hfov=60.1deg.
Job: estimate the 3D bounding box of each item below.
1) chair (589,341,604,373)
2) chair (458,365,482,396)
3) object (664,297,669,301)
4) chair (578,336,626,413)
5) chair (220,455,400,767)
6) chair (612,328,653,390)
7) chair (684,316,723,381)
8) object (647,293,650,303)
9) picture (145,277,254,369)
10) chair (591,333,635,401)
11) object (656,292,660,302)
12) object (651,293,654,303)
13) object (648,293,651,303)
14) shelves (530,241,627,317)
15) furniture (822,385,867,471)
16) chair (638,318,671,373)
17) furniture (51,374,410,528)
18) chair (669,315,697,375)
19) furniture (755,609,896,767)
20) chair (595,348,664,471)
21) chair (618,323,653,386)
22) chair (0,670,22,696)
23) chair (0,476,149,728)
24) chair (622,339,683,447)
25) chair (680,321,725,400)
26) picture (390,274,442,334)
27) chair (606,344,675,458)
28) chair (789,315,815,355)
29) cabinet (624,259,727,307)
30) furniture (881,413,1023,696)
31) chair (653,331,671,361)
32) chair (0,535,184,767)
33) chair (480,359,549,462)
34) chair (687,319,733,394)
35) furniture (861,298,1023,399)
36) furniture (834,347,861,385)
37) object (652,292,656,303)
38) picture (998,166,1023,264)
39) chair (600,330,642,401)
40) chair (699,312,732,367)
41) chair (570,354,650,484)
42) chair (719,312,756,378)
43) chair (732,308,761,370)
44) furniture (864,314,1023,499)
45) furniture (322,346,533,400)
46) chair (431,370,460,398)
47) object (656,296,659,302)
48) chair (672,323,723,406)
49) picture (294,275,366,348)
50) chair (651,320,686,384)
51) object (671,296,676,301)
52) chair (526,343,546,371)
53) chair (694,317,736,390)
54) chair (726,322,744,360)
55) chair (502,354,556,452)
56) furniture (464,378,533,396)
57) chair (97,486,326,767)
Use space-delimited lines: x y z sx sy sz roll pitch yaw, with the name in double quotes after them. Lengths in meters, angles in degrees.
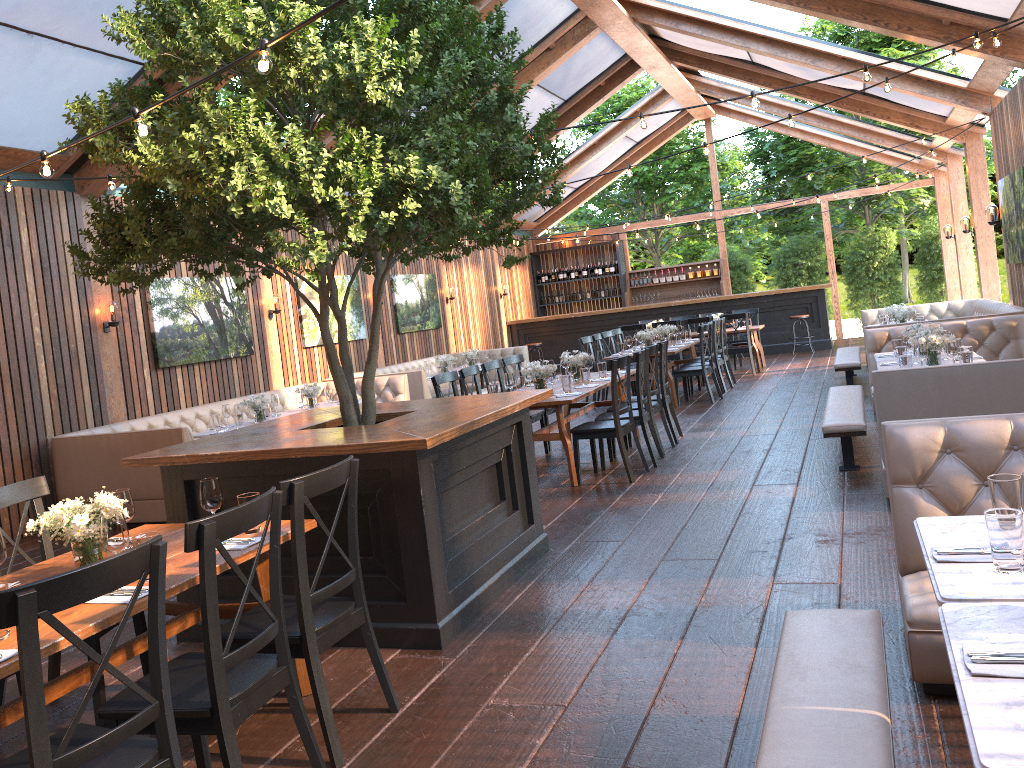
1.780 -0.616 18.544 0.467 0.734 0.469 -7 2 5 "chair"
-0.178 0.325 8.488 0.538 1.019 0.479 -6 2 17 "chair"
3.587 -1.967 20.540 0.123 0.096 0.124 -5 4 33 "object"
1.249 -0.160 12.192 0.538 1.019 0.479 -6 2 22 "chair"
-0.827 0.833 3.388 0.538 1.019 0.479 -6 2 22 "chair"
1.852 -0.365 13.758 0.538 1.019 0.479 -6 2 22 "chair"
3.184 -0.606 14.697 0.476 1.019 0.542 -6 2 22 "chair"
3.228 -2.021 20.806 0.092 0.244 0.093 -6 2 41 "object"
-3.646 -0.764 10.454 0.065 0.996 1.659 -7 4 22 "picture"
1.450 -0.228 12.714 0.538 1.019 0.479 -6 2 17 "chair"
3.416 -2.028 20.628 0.092 0.244 0.092 -7 1 -4 "object"
3.321 -2.029 20.777 0.092 0.244 0.092 -7 1 -4 "object"
3.224 -2.012 20.705 0.092 0.244 0.092 -7 1 -4 "object"
1.705 -1.890 21.263 2.197 2.826 0.504 -6 1 21 "shelves"
2.875 0.342 7.589 0.312 0.398 2.341 -6 5 22 "furniture"
2.600 -0.668 16.278 0.476 1.019 0.542 -6 2 17 "chair"
-2.818 0.615 9.812 1.705 0.857 4.180 -5 5 22 "furniture"
3.118 -0.714 16.075 0.476 1.019 0.542 -6 2 22 "chair"
0.695 1.083 1.932 0.312 0.398 2.341 -6 5 22 "furniture"
1.027 0.218 8.014 0.538 1.019 0.479 -6 2 17 "chair"
2.147 -0.514 15.104 0.476 1.019 0.542 -6 2 22 "chair"
-2.172 1.002 3.316 0.538 1.019 0.479 -6 2 22 "chair"
-1.946 0.930 3.846 0.539 1.019 0.478 -7 2 4 "chair"
1.406 0.084 9.067 0.538 1.019 0.479 -6 2 17 "chair"
2.603 -0.332 12.276 0.538 1.019 0.479 -6 2 18 "chair"
-1.672 -1.438 15.614 0.065 0.996 1.659 -7 4 22 "picture"
1.205 0.152 8.546 0.538 1.019 0.479 -6 2 24 "chair"
5.578 -0.952 17.053 0.467 0.734 0.469 -7 2 9 "chair"
3.822 -1.709 20.458 2.269 2.091 0.496 -6 2 21 "cabinet"
1.672 0.764 1.556 1.705 0.857 4.180 -5 5 22 "furniture"
3.046 -0.728 18.047 0.468 0.734 0.468 -7 2 -3 "chair"
-1.171 0.964 2.322 0.538 1.019 0.479 -6 2 27 "chair"
0.023 0.257 9.010 0.538 1.019 0.479 -6 2 22 "chair"
2.824 -0.401 12.776 0.538 1.019 0.479 -6 2 27 "chair"
5.471 -0.527 11.414 1.705 0.857 4.180 -5 5 22 "furniture"
4.497 -0.209 11.799 0.312 0.398 2.341 -6 5 22 "furniture"
3.315 -2.019 20.659 0.092 0.244 0.092 -7 1 -4 "object"
5.595 -1.833 9.813 0.065 0.996 1.659 -7 4 22 "picture"
1.651 -0.297 13.235 0.538 1.019 0.479 -6 2 27 "chair"
3.637 -0.760 15.871 0.476 1.019 0.542 -6 2 17 "chair"
0.792 0.290 7.506 0.538 1.019 0.479 -6 2 27 "chair"
3.703 -0.652 14.493 0.476 1.019 0.542 -6 2 17 "chair"
4.155 -0.806 15.668 0.476 1.019 0.542 -6 2 27 "chair"
3.844 0.026 7.191 1.705 0.857 4.180 -5 5 22 "furniture"
-1.195 0.063 14.025 1.705 0.857 4.180 -5 5 22 "furniture"
-0.380 0.393 7.966 0.538 1.019 0.479 -6 2 22 "chair"
3.416 -2.038 20.743 0.092 0.244 0.092 -7 1 -4 "object"
2.426 -0.265 11.736 0.538 1.019 0.480 -6 2 29 "chair"
-2.650 -1.104 13.056 0.065 0.996 1.659 -7 4 22 "picture"
2.665 -0.560 14.901 0.476 1.019 0.542 -6 2 17 "chair"
3.746 -1.986 20.538 0.124 0.096 0.124 -6 3 10 "object"
0.514 -0.503 19.042 0.466 0.734 0.470 -6 2 29 "chair"
3.019 -0.468 13.299 0.538 1.019 0.479 -6 2 22 "chair"
4.312 -0.840 17.550 0.470 0.734 0.466 -9 3 -45 "chair"
0.224 0.188 9.531 0.538 1.019 0.479 -6 2 27 "chair"
-0.140 0.201 13.620 0.312 0.398 2.341 -6 5 22 "furniture"
-0.983 0.897 2.849 0.538 1.019 0.479 -6 2 17 "chair"
